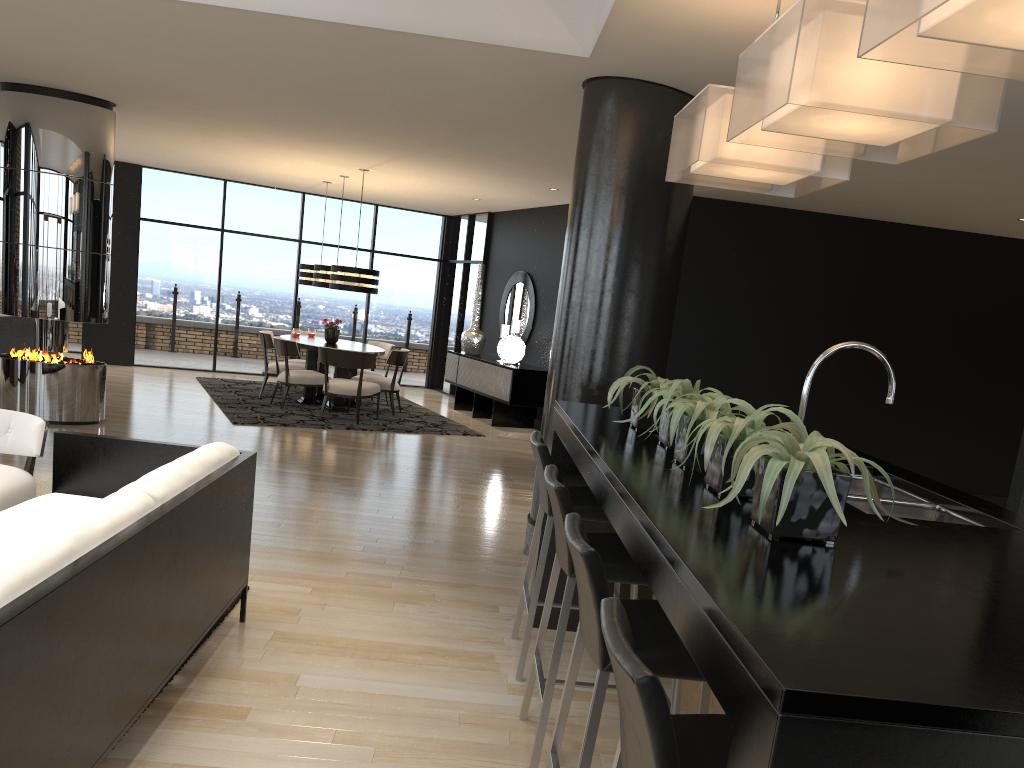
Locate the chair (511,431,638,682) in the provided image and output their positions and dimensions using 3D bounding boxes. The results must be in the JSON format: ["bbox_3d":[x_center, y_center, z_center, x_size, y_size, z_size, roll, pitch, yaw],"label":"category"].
[{"bbox_3d":[0.277,0.721,3.705,0.519,0.978,0.468,6,9,-3],"label":"chair"}]

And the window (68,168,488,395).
[{"bbox_3d":[-3.591,-1.877,5.536,10.146,4.852,15.654,5,6,-16],"label":"window"}]

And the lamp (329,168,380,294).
[{"bbox_3d":[-1.697,-1.695,9.780,0.536,1.348,0.526,2,11,-26],"label":"lamp"}]

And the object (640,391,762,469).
[{"bbox_3d":[0.553,0.139,2.584,0.395,0.220,0.403,9,7,22],"label":"object"}]

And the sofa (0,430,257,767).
[{"bbox_3d":[-1.482,0.672,2.725,0.838,0.814,2.005,7,6,-3],"label":"sofa"}]

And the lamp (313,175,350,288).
[{"bbox_3d":[-2.064,-1.811,10.577,0.536,1.348,0.526,2,11,-26],"label":"lamp"}]

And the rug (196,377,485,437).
[{"bbox_3d":[-2.301,0.250,10.965,2.722,0.011,3.667,5,6,-26],"label":"rug"}]

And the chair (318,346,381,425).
[{"bbox_3d":[-1.810,0.012,9.741,0.642,0.818,0.608,7,8,3],"label":"chair"}]

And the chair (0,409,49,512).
[{"bbox_3d":[-2.625,0.477,4.105,0.805,0.685,0.674,7,8,-3],"label":"chair"}]

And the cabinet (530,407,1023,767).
[{"bbox_3d":[0.779,0.831,2.699,1.180,1.051,3.073,7,6,-3],"label":"cabinet"}]

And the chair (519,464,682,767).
[{"bbox_3d":[0.307,0.793,2.932,0.519,0.978,0.468,6,9,-3],"label":"chair"}]

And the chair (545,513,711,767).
[{"bbox_3d":[0.334,0.857,2.245,0.519,0.978,0.468,6,9,-3],"label":"chair"}]

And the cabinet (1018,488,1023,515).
[{"bbox_3d":[3.729,0.225,2.605,0.729,2.558,5.651,6,6,-3],"label":"cabinet"}]

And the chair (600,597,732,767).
[{"bbox_3d":[0.359,0.919,1.583,0.519,0.978,0.468,6,9,-3],"label":"chair"}]

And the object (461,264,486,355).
[{"bbox_3d":[-0.477,-1.011,11.954,0.344,1.227,0.337,4,10,-16],"label":"object"}]

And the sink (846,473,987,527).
[{"bbox_3d":[1.067,0.419,2.676,0.461,0.162,0.910,7,5,-3],"label":"sink"}]

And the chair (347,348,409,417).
[{"bbox_3d":[-1.587,-0.042,10.663,0.616,0.818,0.634,7,8,3],"label":"chair"}]

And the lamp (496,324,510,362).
[{"bbox_3d":[-0.106,-0.522,11.249,0.132,0.472,0.122,6,10,-3],"label":"lamp"}]

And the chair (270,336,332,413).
[{"bbox_3d":[-2.459,-0.108,10.200,0.617,0.818,0.633,2,10,-32],"label":"chair"}]

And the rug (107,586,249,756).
[{"bbox_3d":[-2.457,0.963,2.667,2.482,0.012,2.993,7,5,-2],"label":"rug"}]

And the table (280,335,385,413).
[{"bbox_3d":[-2.242,-0.120,10.835,1.211,0.780,2.074,4,6,-24],"label":"table"}]

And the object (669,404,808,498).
[{"bbox_3d":[0.570,0.163,2.212,0.395,0.242,0.403,9,7,22],"label":"object"}]

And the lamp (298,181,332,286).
[{"bbox_3d":[-2.431,-1.926,11.375,0.536,1.348,0.526,2,11,-26],"label":"lamp"}]

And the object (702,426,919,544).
[{"bbox_3d":[0.640,0.215,1.837,0.404,0.220,0.395,9,7,22],"label":"object"}]

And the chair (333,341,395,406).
[{"bbox_3d":[-1.880,-0.142,11.387,0.616,0.818,0.634,0,11,-39],"label":"chair"}]

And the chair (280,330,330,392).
[{"bbox_3d":[-2.694,-0.275,11.765,0.643,0.818,0.607,6,8,-5],"label":"chair"}]

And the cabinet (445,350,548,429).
[{"bbox_3d":[-0.215,0.075,11.465,0.611,0.777,2.204,3,7,-25],"label":"cabinet"}]

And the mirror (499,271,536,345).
[{"bbox_3d":[0.066,-0.943,11.621,0.025,1.093,1.059,2,9,-25],"label":"mirror"}]

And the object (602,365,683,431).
[{"bbox_3d":[0.571,0.057,3.414,0.395,0.242,0.403,9,7,22],"label":"object"}]

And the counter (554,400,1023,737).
[{"bbox_3d":[0.842,0.300,2.603,1.180,0.032,3.073,7,5,-3],"label":"counter"}]

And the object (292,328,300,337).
[{"bbox_3d":[-2.704,-0.645,11.071,0.095,0.107,0.094,5,8,-14],"label":"object"}]

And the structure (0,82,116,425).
[{"bbox_3d":[-3.939,-1.048,7.586,0.894,2.783,0.576,4,10,-15],"label":"structure"}]

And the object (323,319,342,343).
[{"bbox_3d":[-2.196,-0.650,10.739,0.229,0.302,0.234,3,9,-23],"label":"object"}]

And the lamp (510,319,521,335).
[{"bbox_3d":[0.024,-0.537,11.111,0.124,0.558,0.131,12,11,26],"label":"lamp"}]

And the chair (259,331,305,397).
[{"bbox_3d":[-2.844,-0.221,10.952,0.617,0.818,0.632,5,9,-15],"label":"chair"}]

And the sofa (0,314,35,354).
[{"bbox_3d":[-5.644,-0.420,9.327,0.838,0.814,2.005,7,6,-3],"label":"sofa"}]

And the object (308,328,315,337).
[{"bbox_3d":[-2.608,-0.670,11.490,0.094,0.107,0.095,12,9,30],"label":"object"}]

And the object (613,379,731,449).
[{"bbox_3d":[0.562,0.091,3.010,0.404,0.242,0.395,9,7,22],"label":"object"}]

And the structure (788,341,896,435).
[{"bbox_3d":[1.126,0.406,2.634,0.656,1.031,2.739,6,6,-3],"label":"structure"}]
